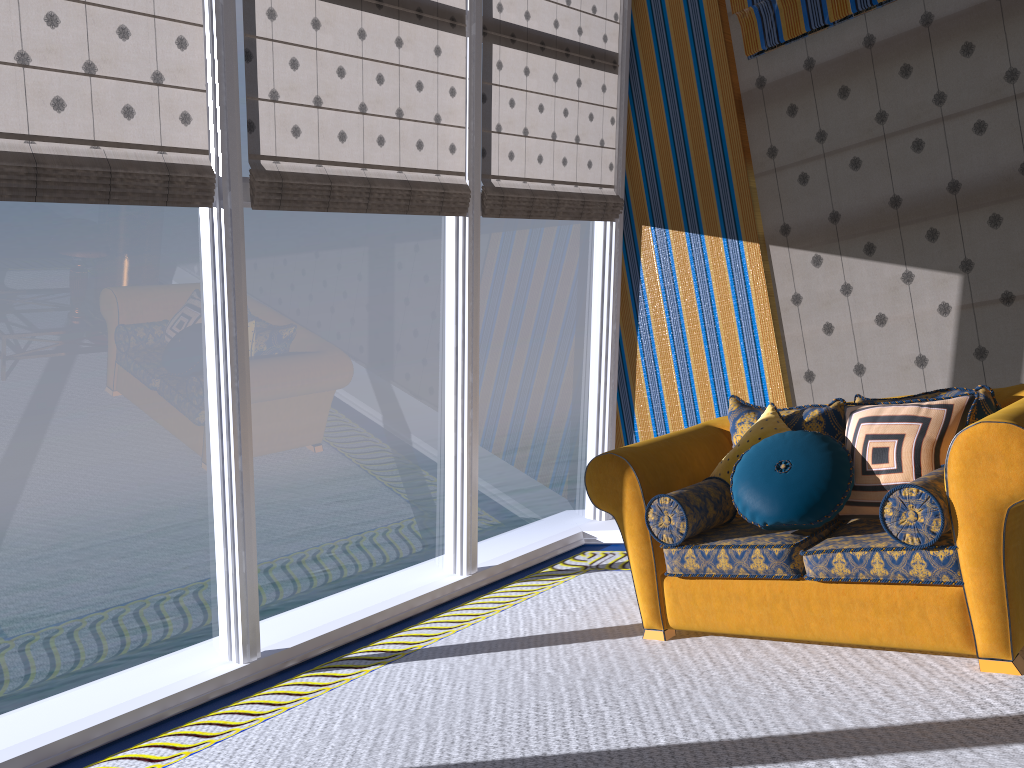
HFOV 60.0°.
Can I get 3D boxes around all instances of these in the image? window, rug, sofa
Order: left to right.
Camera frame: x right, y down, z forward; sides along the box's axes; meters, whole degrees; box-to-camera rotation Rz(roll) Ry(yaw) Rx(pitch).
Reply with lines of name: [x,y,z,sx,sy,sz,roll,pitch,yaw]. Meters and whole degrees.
window: [-4.260,-1.027,0.390,1.603,5.857,15.612,-9,1,42]
sofa: [1.345,0.546,3.659,1.829,0.854,1.021,-9,1,44]
rug: [1.582,0.935,2.486,6.196,0.011,3.628,-10,0,42]

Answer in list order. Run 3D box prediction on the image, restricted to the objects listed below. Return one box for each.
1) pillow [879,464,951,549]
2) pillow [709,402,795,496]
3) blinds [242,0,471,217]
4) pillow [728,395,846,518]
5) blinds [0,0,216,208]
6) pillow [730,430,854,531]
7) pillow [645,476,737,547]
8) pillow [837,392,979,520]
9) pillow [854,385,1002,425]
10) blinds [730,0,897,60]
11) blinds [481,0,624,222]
pillow: [1.457,0.418,3.075,0.376,0.219,0.213,-10,1,-43]
pillow: [1.116,0.333,3.779,0.234,0.492,0.605,-11,1,-43]
blinds: [-0.678,-2.580,4.138,0.866,3.395,1.378,-9,1,42]
pillow: [1.193,0.365,3.928,0.357,0.673,0.595,-10,1,-40]
blinds: [-1.706,-2.399,2.981,0.866,3.395,1.378,-9,1,42]
pillow: [1.095,0.380,3.482,0.460,0.367,0.391,-10,1,2]
pillow: [0.761,0.535,3.753,0.381,0.219,0.213,-10,1,-43]
pillow: [1.496,0.288,3.386,0.516,0.456,0.330,-9,1,42]
pillow: [1.633,0.323,3.543,0.343,0.610,0.608,-11,1,-43]
blinds: [2.097,-3.570,4.399,2.635,2.991,0.153,-9,1,42]
blinds: [0.311,-2.754,5.251,0.866,3.395,1.378,-9,1,42]
